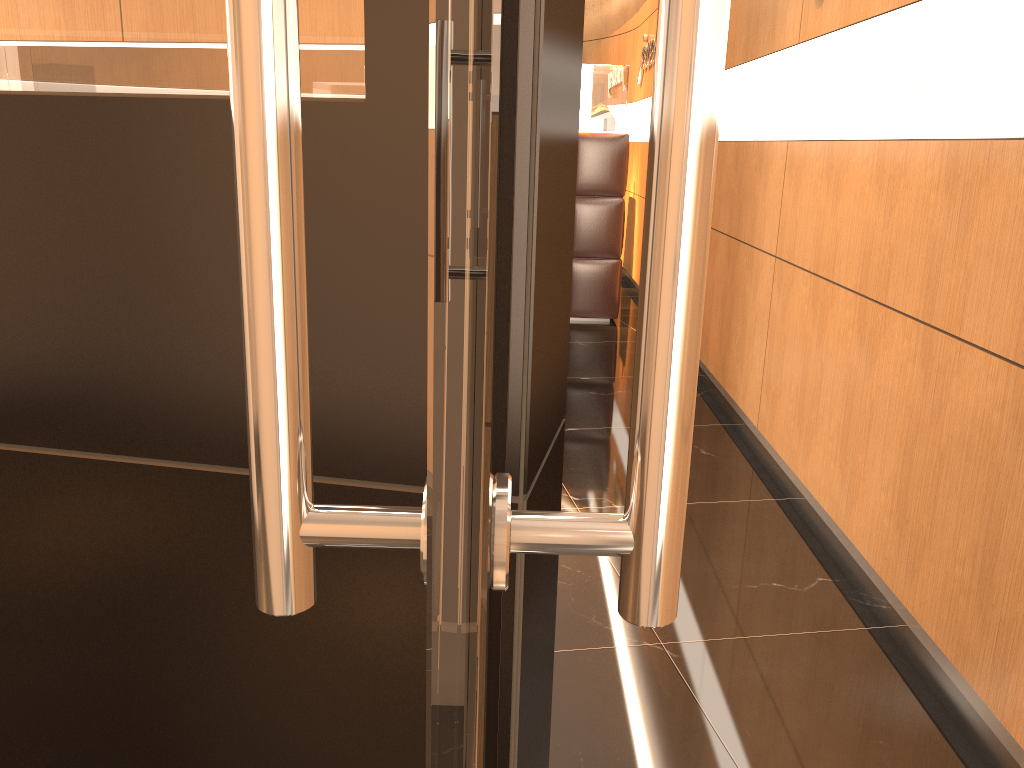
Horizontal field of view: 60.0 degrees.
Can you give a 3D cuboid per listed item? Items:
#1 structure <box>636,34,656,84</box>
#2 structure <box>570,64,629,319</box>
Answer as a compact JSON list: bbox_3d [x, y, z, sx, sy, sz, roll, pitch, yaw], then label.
[{"bbox_3d":[1.265,-2.958,7.887,0.034,0.442,2.050,2,15,0],"label":"structure"},{"bbox_3d":[0.671,-1.544,7.224,0.498,1.968,0.484,2,15,0],"label":"structure"}]
